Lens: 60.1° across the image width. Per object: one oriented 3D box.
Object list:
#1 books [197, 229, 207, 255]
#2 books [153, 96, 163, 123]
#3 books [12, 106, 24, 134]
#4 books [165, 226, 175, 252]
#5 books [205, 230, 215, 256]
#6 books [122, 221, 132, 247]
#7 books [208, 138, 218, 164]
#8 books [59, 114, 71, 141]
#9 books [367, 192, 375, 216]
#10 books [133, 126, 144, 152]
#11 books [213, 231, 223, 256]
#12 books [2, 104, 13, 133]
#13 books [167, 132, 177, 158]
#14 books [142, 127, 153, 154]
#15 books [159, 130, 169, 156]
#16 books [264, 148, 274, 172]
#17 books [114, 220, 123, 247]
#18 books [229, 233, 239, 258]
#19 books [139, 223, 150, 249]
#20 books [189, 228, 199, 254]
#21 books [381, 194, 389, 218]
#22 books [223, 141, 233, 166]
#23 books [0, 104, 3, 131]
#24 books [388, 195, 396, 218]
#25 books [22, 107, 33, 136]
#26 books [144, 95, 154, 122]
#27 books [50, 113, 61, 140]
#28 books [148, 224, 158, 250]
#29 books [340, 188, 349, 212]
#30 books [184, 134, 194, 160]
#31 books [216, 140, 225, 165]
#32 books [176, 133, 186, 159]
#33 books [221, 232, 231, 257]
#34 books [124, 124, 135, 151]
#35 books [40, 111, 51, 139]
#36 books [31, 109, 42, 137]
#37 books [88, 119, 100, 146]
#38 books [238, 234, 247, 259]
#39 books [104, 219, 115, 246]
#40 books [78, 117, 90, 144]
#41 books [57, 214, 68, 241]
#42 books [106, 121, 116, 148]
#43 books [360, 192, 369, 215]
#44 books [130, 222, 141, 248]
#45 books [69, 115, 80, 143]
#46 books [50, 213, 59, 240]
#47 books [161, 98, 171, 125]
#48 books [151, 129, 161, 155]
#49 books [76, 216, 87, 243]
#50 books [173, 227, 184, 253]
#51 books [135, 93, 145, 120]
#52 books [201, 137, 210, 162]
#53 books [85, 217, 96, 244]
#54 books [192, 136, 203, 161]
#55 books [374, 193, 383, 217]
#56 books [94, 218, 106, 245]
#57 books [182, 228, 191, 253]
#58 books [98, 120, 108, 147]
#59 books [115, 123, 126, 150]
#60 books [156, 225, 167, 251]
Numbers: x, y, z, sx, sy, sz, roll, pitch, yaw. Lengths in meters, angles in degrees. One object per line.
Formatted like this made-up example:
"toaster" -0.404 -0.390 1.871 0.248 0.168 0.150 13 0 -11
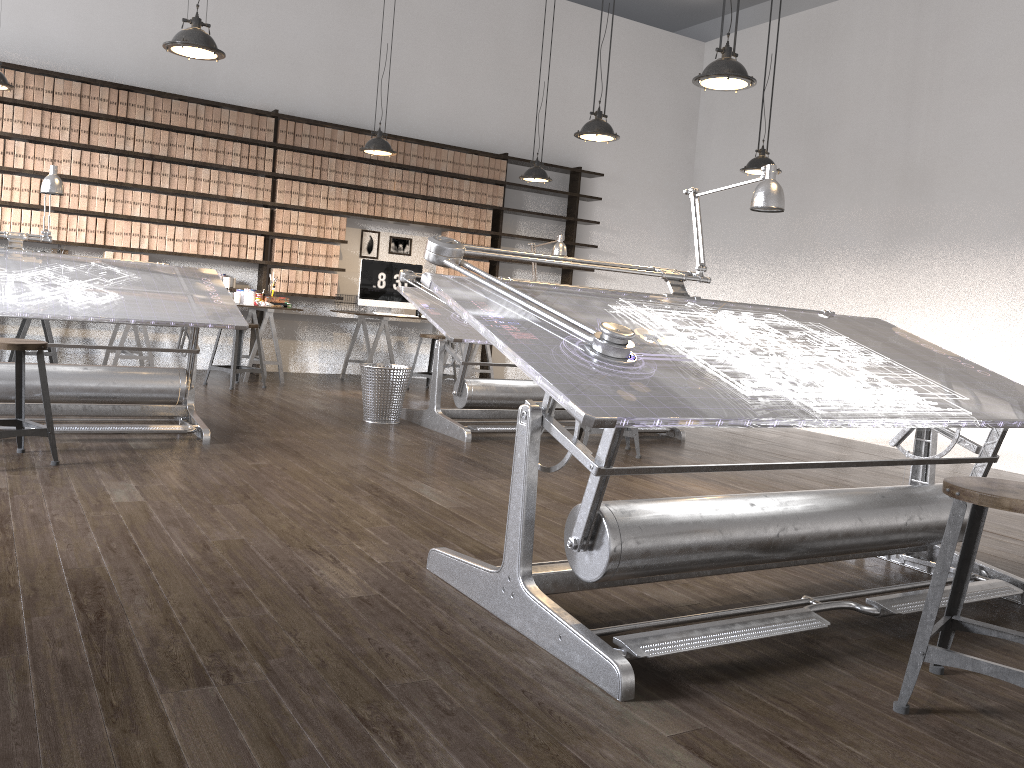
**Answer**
"books" -2.815 -1.278 7.991 0.066 0.225 0.175 3 3 -31
"books" -3.102 -2.376 7.726 0.066 0.225 0.175 3 3 -31
"books" -4.014 -2.127 7.194 0.066 0.225 0.175 3 3 -31
"books" -3.043 -1.284 7.848 0.067 0.225 0.175 3 3 -31
"books" -2.755 -1.276 8.028 0.066 0.225 0.175 3 3 -31
"books" -3.345 -1.293 7.663 0.067 0.225 0.175 3 3 -31
"books" -2.712 -2.087 7.977 0.067 0.225 0.175 3 3 -31
"books" -3.723 -2.118 7.368 0.066 0.225 0.175 3 3 -31
"books" -1.426 -1.780 8.786 0.066 0.225 0.175 3 3 -31
"books" -3.238 -2.103 7.661 0.067 0.225 0.175 3 3 -31
"books" -2.692 -1.273 8.061 0.066 0.225 0.175 3 3 -31
"books" -4.074 -2.129 7.154 0.067 0.225 0.175 3 3 -31
"books" -3.008 -2.097 7.806 0.066 0.225 0.175 3 3 -31
"books" -3.177 -2.102 7.700 0.066 0.225 0.175 3 3 -31
"books" -3.064 -2.098 7.764 0.067 0.225 0.175 3 3 -31
"books" -2.283 -2.074 8.242 0.066 0.225 0.175 3 3 -31
"books" -3.401 -1.296 7.634 0.066 0.225 0.175 3 3 -31
"books" -2.567 -1.269 8.136 0.067 0.225 0.175 3 3 -31
"books" -3.223 -1.290 7.741 0.066 0.225 0.175 3 3 -31
"books" -2.870 -1.279 7.951 0.067 0.225 0.175 3 3 -31
"books" -1.299 -1.776 8.863 0.066 0.225 0.175 3 3 -31
"books" -2.597 -2.084 8.054 0.066 0.225 0.175 3 3 -31
"books" -4.136 -2.132 7.121 0.066 0.225 0.175 3 3 -31
"books" -1.239 -1.773 8.892 0.066 0.225 0.175 3 3 -31
"books" -3.961 -2.126 7.227 0.066 0.225 0.175 3 3 -31
"books" -3.160 -2.377 7.687 0.066 0.225 0.175 3 3 -31
"books" -3.786 -2.121 7.335 0.066 0.225 0.175 3 3 -31
"books" -3.166 -1.288 7.780 0.066 0.225 0.175 3 3 -31
"books" -1.662 -1.786 8.636 0.067 0.225 0.175 3 3 -31
"books" -2.886 -2.092 7.874 0.067 0.225 0.175 3 3 -31
"books" -2.658 -2.086 8.017 0.066 0.225 0.175 3 3 -31
"books" -2.948 -2.095 7.841 0.066 0.225 0.175 3 3 -31
"books" -2.634 -1.272 8.102 0.066 0.225 0.175 3 3 -31
"books" -3.302 -2.105 7.624 0.066 0.225 0.175 3 3 -31
"books" -3.847 -2.123 7.298 0.066 0.225 0.175 3 3 -31
"books" -3.901 -2.124 7.258 0.067 0.225 0.175 3 3 -31
"books" -3.538 -2.113 7.485 0.066 0.225 0.175 3 3 -31
"books" -2.506 -1.268 8.179 0.066 0.225 0.175 3 3 -31
"books" -3.459 -1.297 7.602 0.066 0.225 0.175 3 3 -31
"books" -3.598 -2.114 7.442 0.067 0.225 0.175 3 3 -31
"books" -3.768 -1.307 7.415 0.066 0.225 0.175 3 3 -31
"books" -3.424 -2.109 7.546 0.067 0.225 0.175 3 3 -31
"books" -1.485 -1.781 8.746 0.066 0.225 0.175 3 3 -31
"books" -3.283 -1.291 7.701 0.066 0.225 0.175 3 3 -31
"books" -3.665 -2.117 7.408 0.066 0.225 0.175 3 3 -31
"books" -3.822 -1.308 7.375 0.067 0.225 0.175 3 3 -31
"books" -3.042 -2.374 7.761 0.066 0.225 0.175 3 3 -31
"books" -3.124 -2.100 7.734 0.066 0.225 0.175 3 3 -31
"books" -3.644 -1.303 7.485 0.066 0.225 0.175 3 3 -31
"books" -2.982 -1.282 7.887 0.066 0.225 0.175 3 3 -31
"books" -3.220 -2.379 7.646 0.066 0.225 0.175 3 3 -31
"books" -2.772 -2.089 7.947 0.066 0.225 0.175 3 3 -31
"books" -3.586 -1.301 7.525 0.066 0.225 0.175 3 3 -31
"books" -2.825 -2.091 7.913 0.066 0.225 0.175 3 3 -31
"books" -1.359 -1.777 8.820 0.067 0.225 0.175 3 3 -31
"books" -3.519 -1.299 7.559 0.067 0.225 0.175 3 3 -31
"books" -2.929 -1.281 7.921 0.066 0.225 0.175 3 3 -31
"books" -3.480 -2.111 7.517 0.066 0.225 0.175 3 3 -31
"books" -3.362 -2.107 7.584 0.066 0.225 0.175 3 3 -31
"books" -3.105 -1.286 7.815 0.066 0.225 0.175 3 3 -31
